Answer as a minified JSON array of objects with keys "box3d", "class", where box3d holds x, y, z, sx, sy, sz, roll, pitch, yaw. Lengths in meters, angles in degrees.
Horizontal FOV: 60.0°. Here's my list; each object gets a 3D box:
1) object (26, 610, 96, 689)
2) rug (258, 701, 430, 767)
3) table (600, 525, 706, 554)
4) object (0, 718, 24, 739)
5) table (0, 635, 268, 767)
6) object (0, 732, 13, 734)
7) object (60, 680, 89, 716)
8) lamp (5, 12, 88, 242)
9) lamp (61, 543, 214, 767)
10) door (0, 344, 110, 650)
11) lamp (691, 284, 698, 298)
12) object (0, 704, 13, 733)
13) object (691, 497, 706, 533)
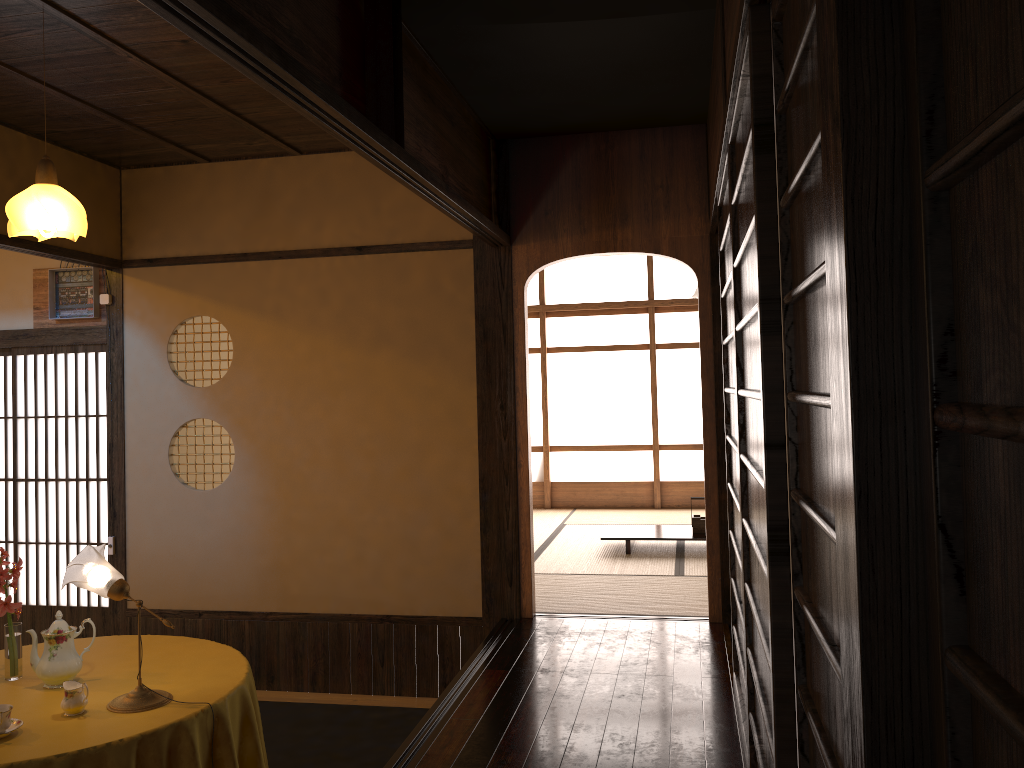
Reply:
[{"box3d":[-1.556,0.908,3.060,0.163,0.253,0.154,-2,-2,24],"class":"object"},{"box3d":[-1.682,1.737,4.446,2.954,0.005,0.901,-2,0,11],"class":"rug"},{"box3d":[1.296,1.169,6.676,1.200,0.118,0.600,-2,0,11],"class":"table"},{"box3d":[-1.515,1.019,2.600,0.144,0.024,0.144,-1,0,-29],"class":"object"},{"box3d":[-1.568,1.382,3.000,1.444,0.696,1.442,-2,-1,11],"class":"table"},{"box3d":[-1.497,1.010,2.552,0.126,0.019,0.029,-2,-1,14],"class":"object"},{"box3d":[-1.366,0.979,2.774,0.083,0.098,0.078,-1,-1,-20],"class":"object"},{"box3d":[-1.626,-0.913,3.096,0.249,0.811,0.277,-3,-2,33],"class":"lamp"},{"box3d":[-1.189,1.117,2.849,0.511,1.204,0.197,-2,-2,11],"class":"lamp"},{"box3d":[-3.668,0.793,5.540,2.647,2.002,0.066,-2,-2,11],"class":"door"},{"box3d":[1.449,-1.050,6.719,0.196,0.799,0.225,-2,-2,19],"class":"lamp"},{"box3d":[-1.515,0.987,2.597,0.090,0.076,0.099,-1,-1,-4],"class":"object"},{"box3d":[1.476,0.976,6.647,0.260,0.259,0.150,-2,-1,11],"class":"object"}]
